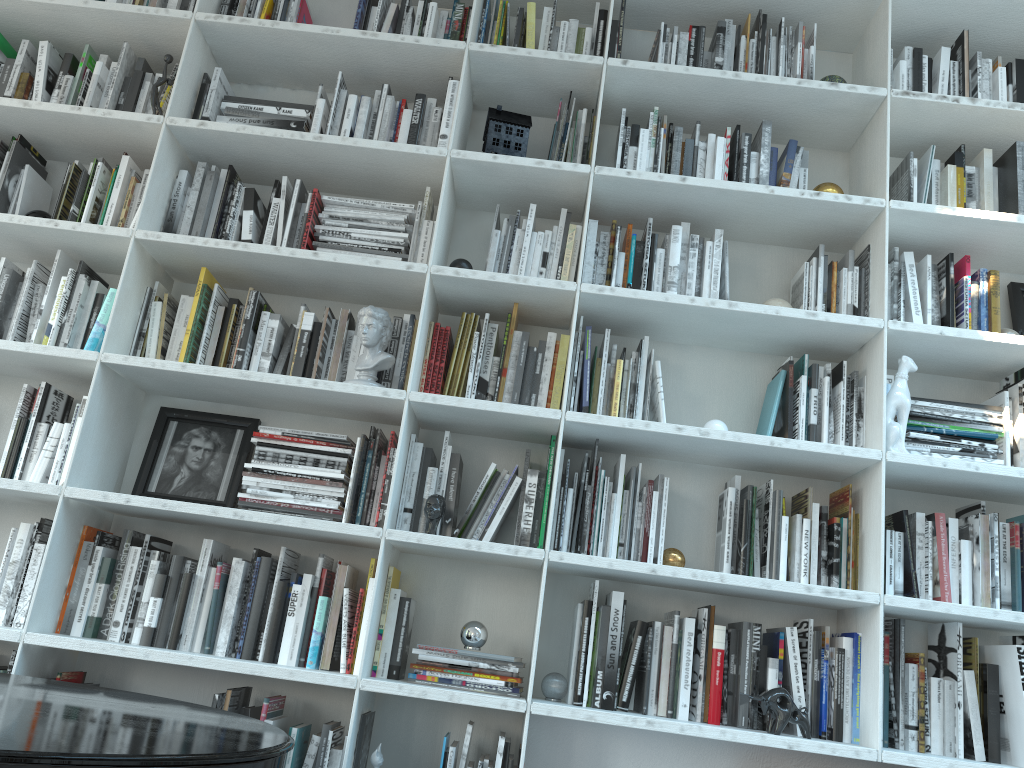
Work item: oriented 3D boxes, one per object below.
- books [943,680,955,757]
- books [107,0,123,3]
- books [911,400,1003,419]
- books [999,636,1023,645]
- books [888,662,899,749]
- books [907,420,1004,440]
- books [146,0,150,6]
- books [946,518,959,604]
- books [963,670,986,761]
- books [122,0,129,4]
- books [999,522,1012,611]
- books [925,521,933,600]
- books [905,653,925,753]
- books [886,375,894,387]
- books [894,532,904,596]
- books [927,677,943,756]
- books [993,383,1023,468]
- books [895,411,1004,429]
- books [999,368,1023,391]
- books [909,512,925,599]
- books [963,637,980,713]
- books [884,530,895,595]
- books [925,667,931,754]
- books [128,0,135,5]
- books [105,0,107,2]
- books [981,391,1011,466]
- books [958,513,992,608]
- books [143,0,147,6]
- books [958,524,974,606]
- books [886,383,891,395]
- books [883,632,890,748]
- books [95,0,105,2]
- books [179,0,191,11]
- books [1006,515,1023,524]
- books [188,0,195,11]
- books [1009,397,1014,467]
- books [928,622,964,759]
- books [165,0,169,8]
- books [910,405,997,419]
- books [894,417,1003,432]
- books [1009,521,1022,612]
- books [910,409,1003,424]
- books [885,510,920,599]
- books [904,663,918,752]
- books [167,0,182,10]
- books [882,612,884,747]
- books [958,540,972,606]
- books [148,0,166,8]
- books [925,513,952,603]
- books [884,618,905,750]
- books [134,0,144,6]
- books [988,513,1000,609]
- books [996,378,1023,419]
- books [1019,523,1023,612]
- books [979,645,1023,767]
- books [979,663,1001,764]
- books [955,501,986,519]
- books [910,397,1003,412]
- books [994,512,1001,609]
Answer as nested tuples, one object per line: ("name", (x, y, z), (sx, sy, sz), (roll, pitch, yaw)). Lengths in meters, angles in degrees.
("books", (1.115, 0.872, 2.326), (0.024, 0.184, 0.149), (7, -16, 2))
("books", (-1.285, -1.203, 2.930), (0.031, 0.189, 0.182), (7, -16, 2))
("books", (1.231, 0.088, 2.560), (0.285, 0.012, 0.160), (8, -17, 0))
("books", (1.339, 0.836, 2.352), (0.012, 0.325, 0.136), (7, -16, 2))
("books", (0.984, 0.847, 2.352), (0.033, 0.212, 0.140), (7, -16, 2))
("books", (1.223, 0.145, 2.541), (0.285, 0.012, 0.160), (8, -17, -1))
("books", (-1.158, -1.199, 2.914), (0.013, 0.206, 0.178), (7, -16, 2))
("books", (1.171, 0.500, 2.435), (0.026, 0.238, 0.177), (7, -16, 2))
("books", (1.169, 0.862, 2.325), (0.052, 0.216, 0.185), (7, -16, 2))
("books", (-1.254, -1.218, 2.944), (0.026, 0.235, 0.135), (7, -16, 2))
("books", (1.311, 0.515, 2.434), (0.026, 0.246, 0.166), (7, -16, 2))
("books", (1.109, 0.497, 2.426), (0.011, 0.222, 0.163), (7, -16, 2))
("books", (1.045, 0.834, 2.332), (0.015, 0.243, 0.157), (7, -16, 2))
("books", (1.058, 0.121, 2.557), (0.028, 0.266, 0.138), (7, -16, 2))
("books", (1.028, 0.507, 2.427), (0.022, 0.183, 0.163), (7, -16, 2))
("books", (1.088, 0.869, 2.335), (0.030, 0.187, 0.140), (7, -16, 2))
("books", (1.419, 0.157, 2.545), (0.012, 0.284, 0.160), (7, -16, 2))
("books", (1.226, 0.121, 2.543), (0.285, 0.012, 0.160), (9, -17, -3))
("books", (1.445, 0.126, 2.525), (0.010, 0.338, 0.180), (7, -16, 2))
("books", (1.094, 0.487, 2.442), (0.024, 0.246, 0.144), (7, -16, 2))
("books", (1.205, 0.831, 2.358), (0.010, 0.303, 0.132), (7, -16, 2))
("books", (1.006, 0.504, 2.431), (0.023, 0.186, 0.160), (7, -16, 2))
("books", (1.062, 0.855, 2.338), (0.025, 0.209, 0.137), (7, -16, 2))
("books", (-1.232, -1.231, 2.949), (0.014, 0.268, 0.157), (7, -16, 2))
("books", (-1.299, -1.263, 2.956), (0.014, 0.314, 0.166), (7, -16, 2))
("books", (1.374, 0.163, 2.532), (0.012, 0.253, 0.161), (7, -16, 2))
("books", (1.238, 0.493, 2.411), (0.028, 0.254, 0.192), (7, -16, 2))
("books", (-1.174, -1.208, 2.929), (0.021, 0.228, 0.161), (7, -16, 2))
("books", (1.217, 0.509, 2.430), (0.012, 0.228, 0.179), (7, -16, 2))
("books", (1.027, 0.130, 2.523), (0.027, 0.221, 0.184), (7, -16, 2))
("books", (0.965, 0.806, 2.352), (0.015, 0.286, 0.138), (7, -16, 2))
("books", (-1.334, -1.250, 2.939), (0.052, 0.272, 0.173), (7, -16, 2))
("books", (-1.058, -1.196, 2.933), (0.026, 0.236, 0.149), (7, -16, 2))
("books", (1.414, 0.502, 2.421), (0.026, 0.289, 0.182), (7, -16, 2))
("books", (-1.029, -1.201, 2.943), (0.029, 0.260, 0.152), (7, -16, 2))
("books", (1.391, 0.174, 2.548), (0.023, 0.246, 0.138), (7, -16, 2))
("books", (1.144, 0.803, 2.343), (0.014, 0.332, 0.169), (7, -16, 2))
("books", (-1.104, -1.226, 2.937), (0.013, 0.284, 0.160), (7, -16, 2))
("books", (1.229, 0.100, 2.556), (0.254, 0.012, 0.161), (7, -17, 4))
("books", (1.224, 0.134, 2.547), (0.285, 0.012, 0.160), (7, -17, 4))
("books", (1.331, 0.510, 2.414), (0.014, 0.248, 0.177), (7, -16, 2))
("books", (1.227, 0.111, 2.553), (0.285, 0.012, 0.160), (7, -17, 4))
("books", (1.058, 0.481, 2.432), (0.047, 0.243, 0.178), (7, -16, 2))
("books", (1.025, 0.848, 2.339), (0.023, 0.213, 0.164), (7, -16, 2))
("books", (-1.089, -1.177, 2.917), (0.031, 0.184, 0.177), (7, -16, 2))
("books", (0.954, 0.779, 2.357), (0.014, 0.336, 0.132), (7, -16, 2))
("books", (1.194, 0.527, 2.415), (0.027, 0.181, 0.187), (7, -16, 2))
("books", (-1.139, -1.194, 2.910), (0.026, 0.199, 0.188), (7, -16, 2))
("books", (1.137, 0.488, 2.423), (0.045, 0.245, 0.186), (7, -16, 2))
("books", (1.014, 0.796, 2.366), (0.013, 0.326, 0.131), (7, -16, 2))
("books", (-1.189, -1.230, 2.929), (0.014, 0.265, 0.192), (7, -16, 2))
("books", (1.271, 0.495, 2.415), (0.012, 0.261, 0.187), (7, -16, 2))
("books", (1.432, 0.143, 2.521), (0.011, 0.299, 0.184), (7, -16, 2))
("books", (1.370, 0.520, 2.438), (0.012, 0.253, 0.161), (7, -16, 2))
("books", (1.277, 0.829, 2.295), (0.075, 0.290, 0.256), (7, -16, 2))
("books", (1.221, 0.859, 2.330), (0.031, 0.238, 0.172), (7, -16, 2))
("books", (1.261, 0.481, 2.437), (0.013, 0.298, 0.148), (7, -16, 2))
("books", (1.232, 0.077, 2.563), (0.285, 0.012, 0.160), (7, -17, 4))
("books", (1.294, 0.499, 2.435), (0.011, 0.271, 0.152), (7, -16, 2))
